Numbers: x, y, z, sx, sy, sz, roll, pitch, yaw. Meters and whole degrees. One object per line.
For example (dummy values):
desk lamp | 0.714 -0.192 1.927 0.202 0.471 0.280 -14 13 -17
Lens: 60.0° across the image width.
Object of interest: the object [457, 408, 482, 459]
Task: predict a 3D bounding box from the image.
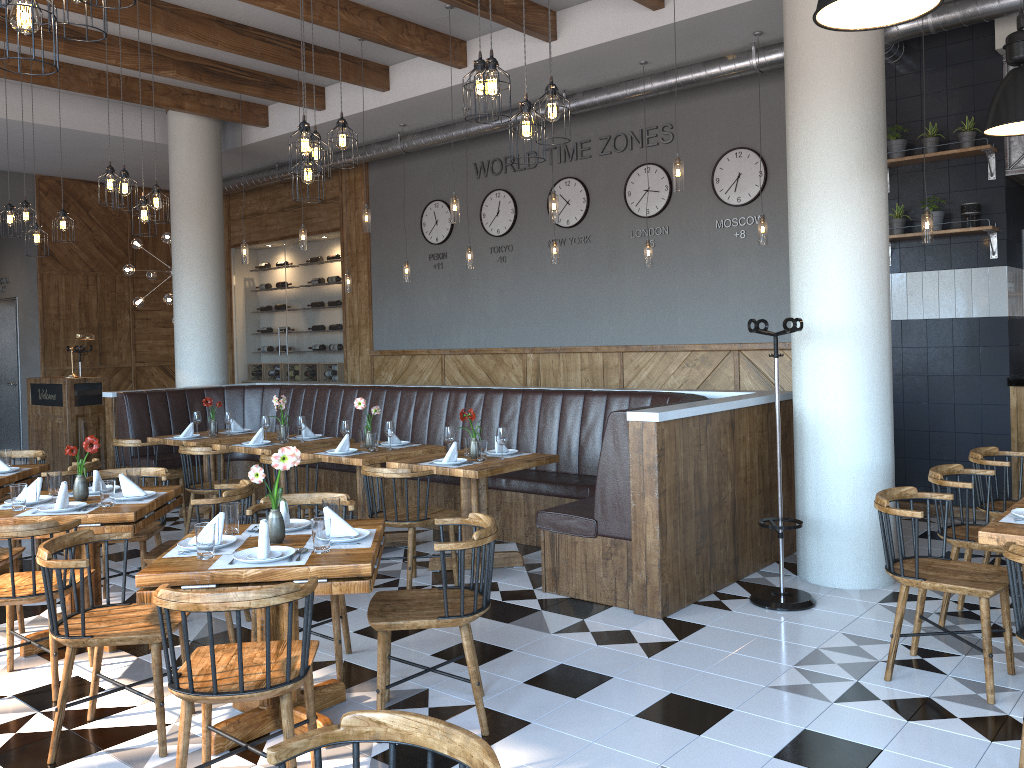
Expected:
object | -0.292 0.338 6.084 0.156 0.355 0.171 -1 1 43

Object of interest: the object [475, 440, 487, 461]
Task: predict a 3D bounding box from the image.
object | -0.205 0.452 5.987 0.080 0.132 0.080 -1 1 25

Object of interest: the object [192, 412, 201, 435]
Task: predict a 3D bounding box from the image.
object | -2.958 0.369 8.322 0.081 0.215 0.081 -1 1 32

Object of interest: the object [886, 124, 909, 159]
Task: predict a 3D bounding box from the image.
object | 3.224 -2.026 7.442 0.235 0.300 0.172 -1 1 30

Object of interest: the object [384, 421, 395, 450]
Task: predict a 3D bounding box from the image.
object | -0.930 0.392 6.750 0.081 0.215 0.081 -2 1 4

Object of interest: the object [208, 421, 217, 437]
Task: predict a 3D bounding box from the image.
object | -2.749 0.414 8.139 0.080 0.132 0.080 -1 1 25

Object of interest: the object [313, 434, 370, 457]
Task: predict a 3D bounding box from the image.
object | -1.273 0.447 6.625 0.352 0.137 0.272 1 3 40

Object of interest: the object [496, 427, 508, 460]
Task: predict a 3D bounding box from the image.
object | -0.069 0.405 6.022 0.081 0.215 0.081 -1 1 9

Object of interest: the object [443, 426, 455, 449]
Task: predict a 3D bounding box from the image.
object | -0.439 0.407 6.191 0.081 0.215 0.081 -2 1 -41

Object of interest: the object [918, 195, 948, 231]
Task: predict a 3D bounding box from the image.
object | 3.450 -1.395 7.270 0.235 0.300 0.172 -1 1 30

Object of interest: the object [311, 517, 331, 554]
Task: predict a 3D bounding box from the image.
object | -0.748 0.595 3.477 0.080 0.132 0.080 -1 1 15

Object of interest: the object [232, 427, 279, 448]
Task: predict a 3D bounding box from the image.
object | -2.119 0.434 7.341 0.352 0.137 0.272 1 3 40

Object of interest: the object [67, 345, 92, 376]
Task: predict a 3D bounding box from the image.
object | -6.091 0.284 12.533 0.375 1.658 0.374 -2 1 -27

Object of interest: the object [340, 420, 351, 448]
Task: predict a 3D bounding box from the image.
object | -1.297 0.394 6.917 0.081 0.215 0.081 -2 1 4

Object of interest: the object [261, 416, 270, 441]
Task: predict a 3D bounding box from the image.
object | -2.116 0.381 7.609 0.081 0.215 0.081 -1 1 32

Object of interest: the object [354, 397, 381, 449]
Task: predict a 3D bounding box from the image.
object | -1.116 0.300 6.843 0.146 0.400 0.207 -1 1 43

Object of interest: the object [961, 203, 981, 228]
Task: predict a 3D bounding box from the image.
object | 3.672 -1.340 7.091 0.142 0.201 0.143 -1 1 31

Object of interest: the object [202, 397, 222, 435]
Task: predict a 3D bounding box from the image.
object | -2.800 0.298 8.256 0.171 0.355 0.156 -1 1 34

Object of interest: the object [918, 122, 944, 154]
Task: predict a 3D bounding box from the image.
object | 3.431 -2.007 7.266 0.173 0.268 0.189 -2 1 -32

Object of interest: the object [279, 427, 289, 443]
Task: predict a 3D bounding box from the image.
object | -1.906 0.426 7.426 0.080 0.132 0.080 -1 1 25

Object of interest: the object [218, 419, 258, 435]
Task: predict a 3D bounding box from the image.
object | -2.612 0.392 8.446 0.352 0.137 0.272 1 3 40

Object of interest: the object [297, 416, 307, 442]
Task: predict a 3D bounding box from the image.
object | -1.771 0.379 7.461 0.081 0.215 0.081 -2 1 -19

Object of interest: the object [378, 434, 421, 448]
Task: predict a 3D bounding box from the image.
object | -0.927 0.417 7.020 0.352 0.137 0.272 1 3 40

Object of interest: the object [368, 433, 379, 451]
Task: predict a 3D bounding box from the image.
object | -1.046 0.439 6.698 0.080 0.132 0.080 -3 2 -45

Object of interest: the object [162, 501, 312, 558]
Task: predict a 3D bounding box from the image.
object | -1.108 0.587 3.774 0.577 0.137 0.582 -2 3 -5

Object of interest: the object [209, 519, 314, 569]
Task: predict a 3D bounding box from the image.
object | -0.958 0.601 3.408 0.352 0.137 0.272 -2 2 -5

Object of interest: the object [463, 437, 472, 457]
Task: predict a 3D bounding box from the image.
object | -0.303 0.442 6.235 0.080 0.132 0.080 -1 1 40

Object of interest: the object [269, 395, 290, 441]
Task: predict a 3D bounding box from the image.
object | -1.972 0.289 7.532 0.146 0.400 0.206 -2 1 -42

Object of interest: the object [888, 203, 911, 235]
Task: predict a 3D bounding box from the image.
object | 3.238 -1.381 7.450 0.173 0.268 0.189 -2 1 -32

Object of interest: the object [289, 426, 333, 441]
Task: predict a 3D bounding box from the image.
object | -1.774 0.405 7.736 0.352 0.137 0.272 1 3 40

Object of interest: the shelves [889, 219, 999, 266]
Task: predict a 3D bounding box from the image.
shelves | 3.465 -1.153 7.268 0.904 0.297 0.247 1 3 40

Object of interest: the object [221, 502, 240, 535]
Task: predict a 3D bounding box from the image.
object | -1.226 0.588 3.867 0.080 0.132 0.080 -1 1 5

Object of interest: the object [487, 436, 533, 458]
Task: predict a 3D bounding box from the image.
object | -0.070 0.430 6.295 0.352 0.137 0.272 1 3 40

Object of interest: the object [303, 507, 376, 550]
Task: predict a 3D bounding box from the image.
object | -0.716 0.580 3.700 0.272 0.137 0.352 -2 3 -5

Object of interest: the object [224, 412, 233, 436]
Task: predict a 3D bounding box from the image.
object | -2.614 0.367 8.174 0.081 0.215 0.081 -2 1 -19

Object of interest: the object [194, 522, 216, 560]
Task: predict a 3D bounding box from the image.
object | -1.188 0.609 3.434 0.080 0.132 0.080 -1 1 15

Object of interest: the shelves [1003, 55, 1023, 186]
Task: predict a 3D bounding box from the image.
shelves | 6.374 -1.700 5.419 5.863 1.795 0.682 1 2 40

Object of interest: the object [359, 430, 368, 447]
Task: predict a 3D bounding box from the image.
object | -1.164 0.429 6.963 0.080 0.132 0.080 -1 1 40

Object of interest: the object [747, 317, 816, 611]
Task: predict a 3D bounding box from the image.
object | 1.558 0.445 5.173 0.374 1.658 0.375 -1 1 18

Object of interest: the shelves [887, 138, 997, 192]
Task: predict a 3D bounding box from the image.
shelves | 3.447 -1.782 7.263 0.904 0.297 0.247 1 3 40

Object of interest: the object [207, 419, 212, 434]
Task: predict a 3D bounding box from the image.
object | -2.848 0.404 8.387 0.080 0.132 0.080 -1 1 40

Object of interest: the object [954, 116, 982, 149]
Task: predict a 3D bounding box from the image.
object | 3.639 -2.004 7.091 0.173 0.268 0.189 -2 1 -32

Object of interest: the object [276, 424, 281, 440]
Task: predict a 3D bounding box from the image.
object | -2.005 0.417 7.674 0.080 0.132 0.080 -1 1 40

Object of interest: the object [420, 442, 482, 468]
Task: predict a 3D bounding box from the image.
object | -0.416 0.460 5.900 0.352 0.137 0.272 1 3 40

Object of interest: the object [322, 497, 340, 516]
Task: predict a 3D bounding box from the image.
object | -0.797 0.574 3.915 0.080 0.132 0.080 -1 1 5

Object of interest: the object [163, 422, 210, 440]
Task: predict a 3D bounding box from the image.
object | -2.958 0.422 8.050 0.352 0.137 0.272 1 3 40
